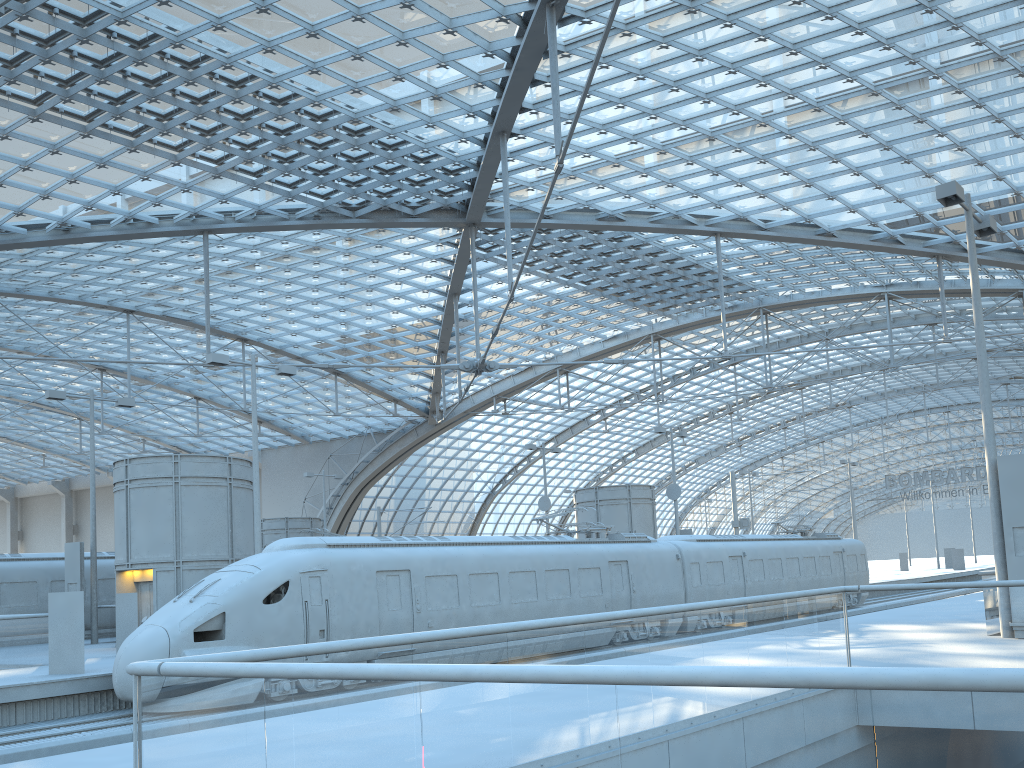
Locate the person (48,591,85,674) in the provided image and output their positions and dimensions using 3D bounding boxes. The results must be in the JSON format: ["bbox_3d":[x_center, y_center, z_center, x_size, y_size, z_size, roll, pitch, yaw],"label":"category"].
[{"bbox_3d":[-9.066,5.088,17.892,0.877,1.688,0.001,-5,-5,15],"label":"person"}]

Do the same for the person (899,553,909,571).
[{"bbox_3d":[33.552,15.253,75.224,0.001,1.595,0.717,2,-7,-44],"label":"person"}]

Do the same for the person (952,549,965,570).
[{"bbox_3d":[34.805,13.703,68.428,0.835,1.714,0.001,-8,-7,41],"label":"person"}]

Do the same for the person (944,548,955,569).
[{"bbox_3d":[37.854,15.107,76.070,0.907,1.781,0.001,-7,-6,36],"label":"person"}]

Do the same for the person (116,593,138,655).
[{"bbox_3d":[-9.788,6.126,22.353,0.713,1.596,0.001,-5,-5,20],"label":"person"}]

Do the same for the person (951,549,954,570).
[{"bbox_3d":[36.416,14.315,71.732,0.883,1.688,0.001,-8,-7,41],"label":"person"}]
